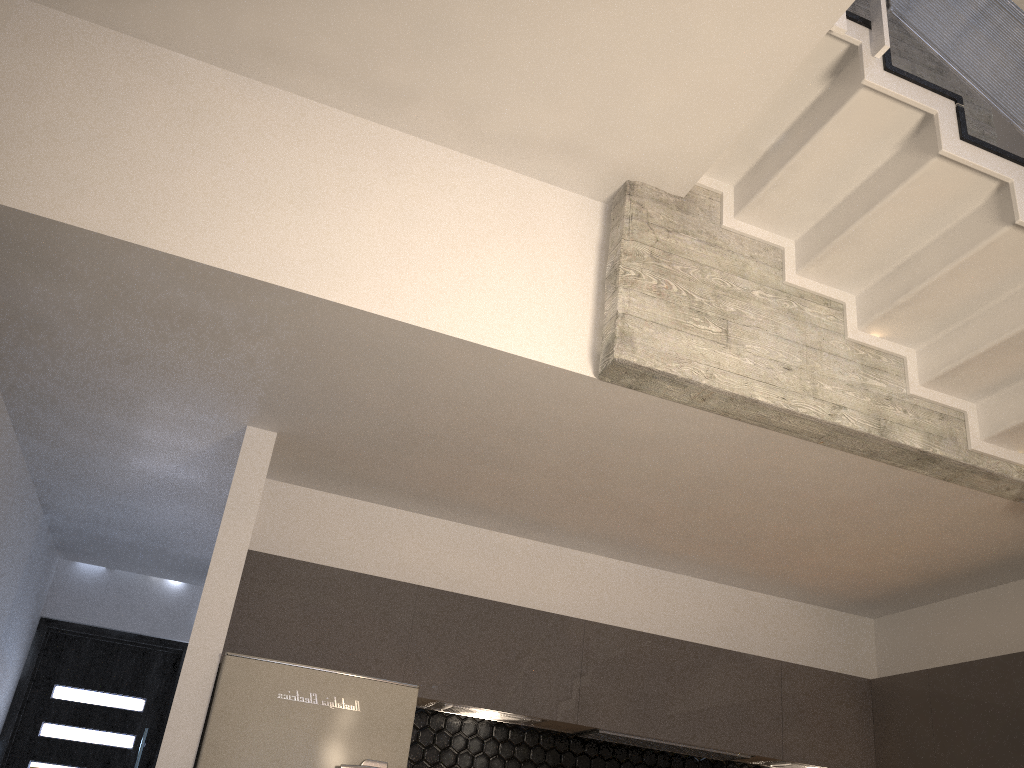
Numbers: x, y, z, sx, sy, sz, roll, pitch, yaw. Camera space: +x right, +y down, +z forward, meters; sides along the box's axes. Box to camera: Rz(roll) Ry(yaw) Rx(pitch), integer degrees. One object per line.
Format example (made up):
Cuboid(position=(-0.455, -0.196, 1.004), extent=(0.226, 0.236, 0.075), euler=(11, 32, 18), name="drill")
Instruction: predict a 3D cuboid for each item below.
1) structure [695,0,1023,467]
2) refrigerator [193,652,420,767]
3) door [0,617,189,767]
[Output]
Cuboid(position=(1.740, -1.682, 2.848), extent=(4.250, 8.132, 8.613), euler=(15, -28, -15), name="structure")
Cuboid(position=(-0.985, 2.071, 3.616), extent=(0.832, 1.675, 0.783), euler=(15, -27, -16), name="refrigerator")
Cuboid(position=(-3.121, 2.897, 6.256), extent=(1.112, 2.266, 0.163), euler=(15, -27, -16), name="door")
